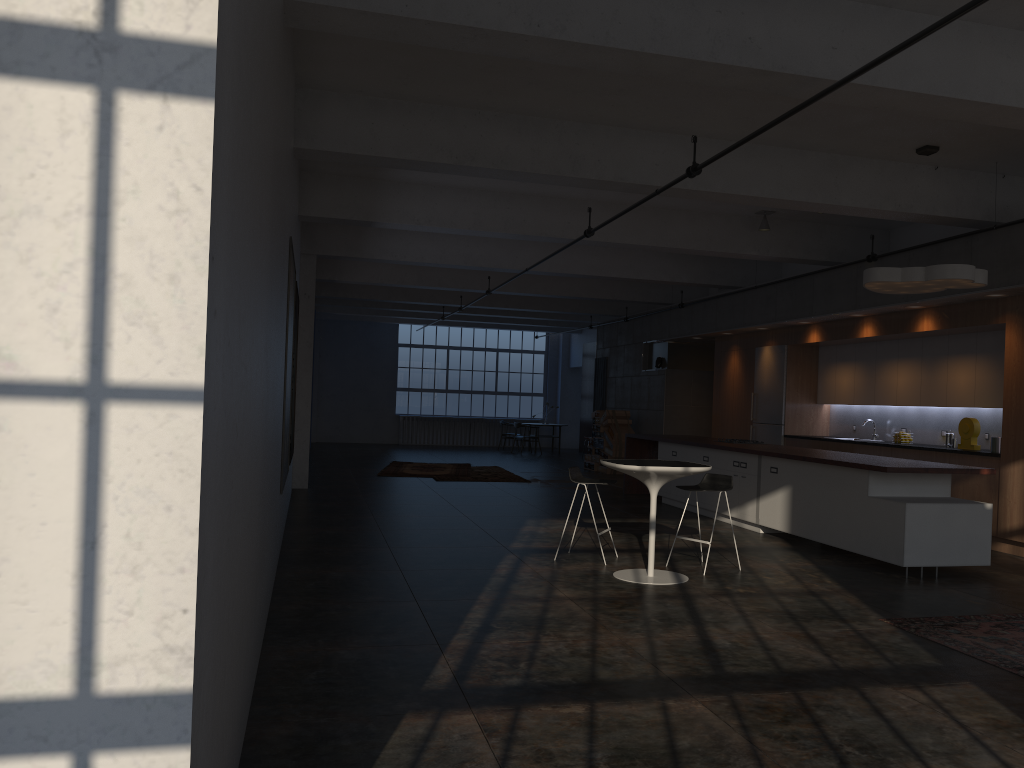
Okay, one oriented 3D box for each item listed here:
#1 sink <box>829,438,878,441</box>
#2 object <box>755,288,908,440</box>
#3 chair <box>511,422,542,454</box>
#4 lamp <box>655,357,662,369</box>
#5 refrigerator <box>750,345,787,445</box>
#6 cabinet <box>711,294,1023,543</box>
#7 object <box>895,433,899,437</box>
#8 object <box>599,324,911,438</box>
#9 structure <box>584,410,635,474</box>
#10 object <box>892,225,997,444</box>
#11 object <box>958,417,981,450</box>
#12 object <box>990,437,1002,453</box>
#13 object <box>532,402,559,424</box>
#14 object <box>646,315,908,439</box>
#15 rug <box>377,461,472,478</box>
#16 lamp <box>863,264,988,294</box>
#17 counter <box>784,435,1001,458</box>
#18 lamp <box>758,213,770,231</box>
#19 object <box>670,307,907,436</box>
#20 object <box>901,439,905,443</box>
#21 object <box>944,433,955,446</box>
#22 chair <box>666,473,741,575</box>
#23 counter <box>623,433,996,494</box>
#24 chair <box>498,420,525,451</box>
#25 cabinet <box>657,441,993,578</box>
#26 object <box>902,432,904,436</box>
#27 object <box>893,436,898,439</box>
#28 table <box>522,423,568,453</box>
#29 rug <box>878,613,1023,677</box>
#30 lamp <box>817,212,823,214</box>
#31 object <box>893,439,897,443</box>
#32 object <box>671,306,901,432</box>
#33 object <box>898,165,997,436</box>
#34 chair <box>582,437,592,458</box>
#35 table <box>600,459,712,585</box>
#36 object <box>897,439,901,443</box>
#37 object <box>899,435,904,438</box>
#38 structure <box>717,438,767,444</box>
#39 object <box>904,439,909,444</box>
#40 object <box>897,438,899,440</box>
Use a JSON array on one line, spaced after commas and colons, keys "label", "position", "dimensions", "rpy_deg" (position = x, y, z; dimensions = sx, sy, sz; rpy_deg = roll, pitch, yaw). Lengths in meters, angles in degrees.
[{"label": "sink", "position": [4.823, 0.878, 12.523], "dimensions": [0.528, 0.192, 0.722], "rpy_deg": [2, -1, -14]}, {"label": "object", "position": [5.158, 0.703, 11.612], "dimensions": [0.052, 0.053, 0.062], "rpy_deg": [2, -1, -7]}, {"label": "chair", "position": [0.400, 1.470, 23.942], "dimensions": [0.685, 0.864, 0.715], "rpy_deg": [2, 0, -27]}, {"label": "lamp", "position": [2.942, -0.410, 17.663], "dimensions": [0.216, 0.258, 0.168], "rpy_deg": [2, 0, -33]}, {"label": "refrigerator", "position": [4.157, 0.494, 14.199], "dimensions": [0.222, 2.191, 0.944], "rpy_deg": [2, 0, -16]}, {"label": "cabinet", "position": [5.708, 0.423, 12.584], "dimensions": [2.404, 2.562, 8.023], "rpy_deg": [2, -1, -13]}, {"label": "object", "position": [3.905, -0.372, 14.789], "dimensions": [0.054, 2.169, 6.766], "rpy_deg": [2, -1, -21]}, {"label": "object", "position": [5.207, 0.684, 11.636], "dimensions": [0.052, 0.052, 0.062], "rpy_deg": [2, -1, 34]}, {"label": "structure", "position": [2.017, 1.192, 18.668], "dimensions": [0.644, 1.315, 1.894], "rpy_deg": [2, -1, -13]}, {"label": "object", "position": [5.270, 1.345, 18.160], "dimensions": [0.951, 1.214, 13.155], "rpy_deg": [2, -1, -2]}, {"label": "object", "position": [5.354, 0.582, 10.375], "dimensions": [0.100, 0.381, 0.271], "rpy_deg": [2, 0, -13]}, {"label": "object", "position": [5.360, 0.670, 9.727], "dimensions": [0.187, 0.170, 0.194], "rpy_deg": [2, -1, 35]}, {"label": "object", "position": [0.953, 0.818, 25.047], "dimensions": [0.781, 0.624, 0.237], "rpy_deg": [2, 0, -12]}, {"label": "object", "position": [5.184, 0.719, 11.676], "dimensions": [0.061, 0.053, 0.052], "rpy_deg": [2, -1, 29]}, {"label": "rug", "position": [-1.645, 1.663, 17.420], "dimensions": [1.883, 0.048, 3.511], "rpy_deg": [2, -1, -4]}, {"label": "lamp", "position": [3.958, -0.995, 8.486], "dimensions": [1.058, 0.130, 1.027], "rpy_deg": [1, -1, 32]}, {"label": "counter", "position": [5.485, 0.817, 11.766], "dimensions": [1.624, 0.039, 4.415], "rpy_deg": [2, -1, -13]}, {"label": "lamp", "position": [3.264, -2.095, 11.437], "dimensions": [0.153, 0.216, 0.158], "rpy_deg": [2, 0, 24]}, {"label": "object", "position": [5.142, 0.658, 11.599], "dimensions": [0.064, 0.051, 0.052], "rpy_deg": [2, -1, -22]}, {"label": "object", "position": [5.117, 0.747, 11.594], "dimensions": [0.051, 0.057, 0.061], "rpy_deg": [2, -1, 23]}, {"label": "object", "position": [5.469, 0.678, 11.053], "dimensions": [0.060, 0.209, 0.143], "rpy_deg": [2, 0, -13]}, {"label": "chair", "position": [1.703, 1.249, 7.825], "dimensions": [0.515, 0.895, 0.454], "rpy_deg": [2, 0, -37]}, {"label": "counter", "position": [3.079, 1.265, 11.079], "dimensions": [1.154, 0.971, 6.588], "rpy_deg": [2, -1, -13]}, {"label": "chair", "position": [-0.015, 1.479, 25.271], "dimensions": [0.667, 0.864, 0.734], "rpy_deg": [2, 0, 13]}, {"label": "cabinet", "position": [3.201, 1.288, 10.485], "dimensions": [0.931, 0.930, 5.591], "rpy_deg": [2, -1, -13]}, {"label": "object", "position": [3.604, -0.372, 16.247], "dimensions": [0.059, 2.164, 9.768], "rpy_deg": [2, -1, -19]}, {"label": "object", "position": [4.403, -0.393, 12.613], "dimensions": [0.054, 2.228, 2.363], "rpy_deg": [2, 0, -38]}, {"label": "table", "position": [0.919, 1.560, 25.061], "dimensions": [1.286, 0.851, 1.334], "rpy_deg": [2, -1, 30]}, {"label": "rug", "position": [4.128, 1.666, 5.657], "dimensions": [2.915, 0.029, 1.835], "rpy_deg": [2, -1, -14]}, {"label": "lamp", "position": [3.491, -2.057, 9.971], "dimensions": [0.226, 0.287, 0.129], "rpy_deg": [2, 0, -30]}, {"label": "object", "position": [4.956, -0.407, 10.269], "dimensions": [0.057, 2.309, 2.928], "rpy_deg": [2, -1, 6]}, {"label": "object", "position": [5.157, 0.659, 11.735], "dimensions": [0.058, 0.060, 0.051], "rpy_deg": [2, 0, 21]}, {"label": "object", "position": [5.092, 0.660, 11.615], "dimensions": [0.057, 0.060, 0.053], "rpy_deg": [2, 0, 9]}, {"label": "chair", "position": [2.176, 1.449, 22.775], "dimensions": [0.663, 0.988, 0.423], "rpy_deg": [2, 0, -14]}, {"label": "table", "position": [1.168, 1.131, 7.351], "dimensions": [0.837, 0.951, 0.820], "rpy_deg": [2, 0, -14]}, {"label": "object", "position": [5.086, 0.753, 11.641], "dimensions": [0.062, 0.053, 0.052], "rpy_deg": [2, -1, -26]}, {"label": "object", "position": [5.257, -0.266, 17.463], "dimensions": [0.062, 2.210, 11.814], "rpy_deg": [2, -1, 1]}, {"label": "structure", "position": [3.098, 0.793, 12.034], "dimensions": [0.517, 0.072, 0.633], "rpy_deg": [2, -1, -14]}, {"label": "object", "position": [5.173, 0.755, 11.620], "dimensions": [0.072, 0.063, 0.065], "rpy_deg": [2, -1, 42]}, {"label": "object", "position": [5.110, 0.735, 11.724], "dimensions": [0.053, 0.053, 0.061], "rpy_deg": [2, -1, -32]}]
